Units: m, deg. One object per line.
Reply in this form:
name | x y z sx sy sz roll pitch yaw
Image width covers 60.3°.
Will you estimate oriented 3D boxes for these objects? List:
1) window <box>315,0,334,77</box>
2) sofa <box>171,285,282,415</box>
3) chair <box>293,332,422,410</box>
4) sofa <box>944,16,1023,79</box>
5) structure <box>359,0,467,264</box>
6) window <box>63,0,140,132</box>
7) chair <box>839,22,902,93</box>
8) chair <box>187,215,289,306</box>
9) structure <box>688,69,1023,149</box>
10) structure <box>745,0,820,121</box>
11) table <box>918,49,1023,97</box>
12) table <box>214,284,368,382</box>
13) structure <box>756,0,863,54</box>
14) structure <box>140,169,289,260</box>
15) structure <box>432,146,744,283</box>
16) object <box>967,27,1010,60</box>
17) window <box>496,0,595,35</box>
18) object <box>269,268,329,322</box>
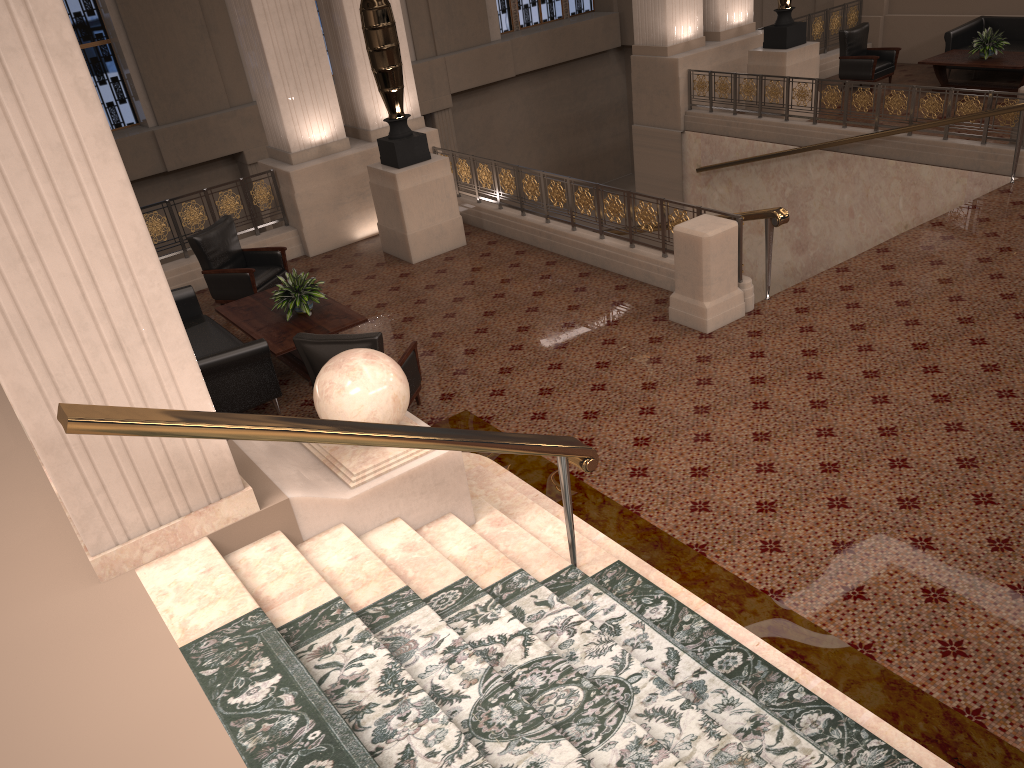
window | -3.990 -8.283 15.560 2.930 5.640 0.067 -25 35 -25
sofa | -2.687 -0.209 7.324 0.857 0.745 1.864 -26 34 -27
chair | -1.085 -0.089 6.489 0.647 0.888 0.682 1 32 17
sofa | 7.195 -4.709 12.421 0.857 0.745 1.864 -26 34 -27
structure | -1.181 -2.770 9.189 0.686 2.935 0.679 -26 36 -26
window | -8.114 -6.404 13.432 2.930 5.640 0.067 -25 35 -25
chair | 5.290 -4.862 13.115 0.632 0.888 0.698 -29 36 -30
chair | -2.737 -1.205 8.971 0.715 0.888 0.617 4 33 21
structure | 3.916 -3.413 10.719 0.077 0.566 4.790 -28 34 -28
structure | 3.611 -4.952 11.661 0.686 2.935 0.679 -26 36 -26
table | 6.473 -4.252 12.110 0.822 0.459 1.430 -26 33 -27
table | -1.924 -0.428 7.778 0.822 0.459 1.430 -26 33 -27
structure | 4.741 -5.537 14.029 2.486 0.689 0.031 -25 35 -25
structure | -3.699 -1.693 9.675 2.486 0.689 0.031 -25 35 -25
structure | 0.495 -1.855 8.954 0.078 0.566 4.785 -27 33 -27
object | 6.413 -4.603 11.868 0.502 0.396 0.498 -8 30 2
window | 0.277 -10.226 17.761 2.930 5.640 0.067 -25 35 -25
object | -1.833 -0.790 7.511 0.502 0.396 0.498 -8 30 2
